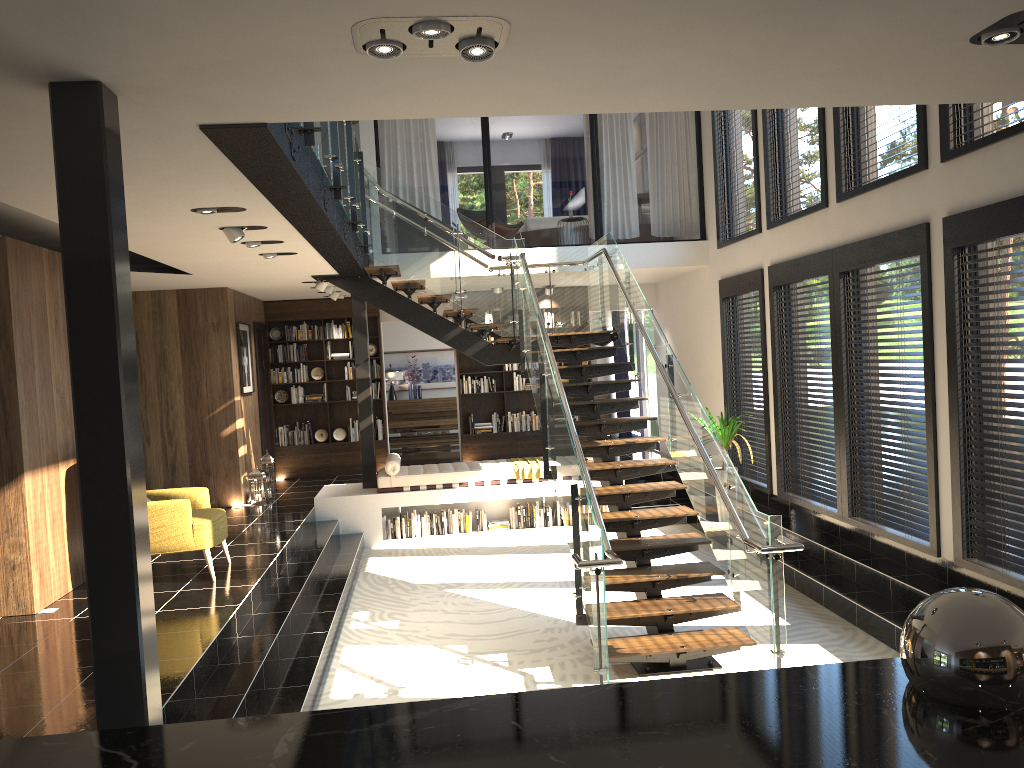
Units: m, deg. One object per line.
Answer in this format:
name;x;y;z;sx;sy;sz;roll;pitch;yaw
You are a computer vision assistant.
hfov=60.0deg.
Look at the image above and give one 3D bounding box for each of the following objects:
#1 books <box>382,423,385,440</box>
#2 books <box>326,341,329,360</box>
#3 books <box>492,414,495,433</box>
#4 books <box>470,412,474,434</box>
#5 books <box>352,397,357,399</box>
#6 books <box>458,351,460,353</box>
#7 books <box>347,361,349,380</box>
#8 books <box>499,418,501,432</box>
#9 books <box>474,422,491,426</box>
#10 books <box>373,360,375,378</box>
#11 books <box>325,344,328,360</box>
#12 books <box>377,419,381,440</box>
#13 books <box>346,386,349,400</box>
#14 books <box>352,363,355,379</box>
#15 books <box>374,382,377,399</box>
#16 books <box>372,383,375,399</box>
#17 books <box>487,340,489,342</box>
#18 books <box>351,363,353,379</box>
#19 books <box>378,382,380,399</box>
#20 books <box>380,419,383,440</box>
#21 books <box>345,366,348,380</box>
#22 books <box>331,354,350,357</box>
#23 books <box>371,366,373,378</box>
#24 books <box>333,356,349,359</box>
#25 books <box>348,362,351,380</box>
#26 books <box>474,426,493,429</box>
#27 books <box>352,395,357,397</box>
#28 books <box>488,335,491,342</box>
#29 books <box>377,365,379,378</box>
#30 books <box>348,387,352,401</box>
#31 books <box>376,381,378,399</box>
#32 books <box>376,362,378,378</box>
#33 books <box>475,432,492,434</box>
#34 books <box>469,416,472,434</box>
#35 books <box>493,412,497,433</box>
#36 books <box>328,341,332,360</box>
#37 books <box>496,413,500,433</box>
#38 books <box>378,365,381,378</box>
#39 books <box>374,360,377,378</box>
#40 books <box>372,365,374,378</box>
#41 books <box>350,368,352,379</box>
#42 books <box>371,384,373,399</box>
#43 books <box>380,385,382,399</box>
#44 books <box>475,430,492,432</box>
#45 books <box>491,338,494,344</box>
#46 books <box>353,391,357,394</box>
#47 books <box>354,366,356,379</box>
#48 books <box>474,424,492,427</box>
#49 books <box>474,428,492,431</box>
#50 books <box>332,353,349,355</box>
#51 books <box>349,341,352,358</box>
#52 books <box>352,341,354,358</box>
books;-1.971;0.727;13.610;0.029;0.247;0.139;-3;2;-6
books;-2.795;-0.511;13.506;0.027;0.279;0.166;-3;2;-6
books;-0.288;0.614;13.780;0.030;0.284;0.177;-3;2;-6
books;-0.616;0.605;13.734;0.028;0.340;0.203;-3;2;-6
books;-2.306;0.203;13.565;0.271;0.028;0.174;-3;2;-10
books;-0.822;-0.585;13.681;0.030;0.212;0.127;-3;2;-6
books;-2.494;-0.208;13.516;0.025;0.281;0.145;-3;2;-6
books;-0.196;0.643;13.826;0.023;0.212;0.123;-3;2;-6
books;-0.454;0.622;13.783;0.257;0.024;0.167;-3;2;-6
books;-2.098;-0.229;13.543;0.018;0.278;0.114;-3;2;-6
books;-2.824;-0.491;13.530;0.028;0.242;0.194;-3;2;-6
books;-2.033;0.696;13.599;0.035;0.315;0.168;-3;2;-6
books;-2.511;0.138;13.558;0.028;0.224;0.161;-3;2;-6
books;-2.407;-0.199;13.497;0.021;0.253;0.167;-3;2;-6
books;-2.094;0.097;13.609;0.038;0.257;0.138;-3;2;-6
books;-2.116;0.104;13.565;0.014;0.247;0.192;-3;2;-6
books;-0.367;-0.589;13.717;0.025;0.170;0.113;-3;2;-6
books;-2.425;-0.198;13.504;0.014;0.253;0.169;-3;2;-6
books;-2.033;0.097;13.563;0.047;0.253;0.210;-3;2;-6
books;-2.000;0.699;13.596;0.029;0.307;0.149;-3;2;-6
books;-2.522;-0.172;13.523;0.033;0.211;0.132;-3;2;-6
books;-2.613;-0.430;13.542;0.266;0.030;0.209;-3;2;-5
books;-2.139;-0.183;13.544;0.026;0.190;0.121;-3;2;-6
books;-2.613;-0.399;13.556;0.239;0.033;0.176;-3;2;-8
books;-2.470;-0.205;13.501;0.019;0.272;0.175;-3;2;-6
books;-0.451;0.675;13.782;0.287;0.031;0.176;-3;2;-8
books;-2.309;0.174;13.572;0.263;0.030;0.159;-3;2;-8
books;-0.342;-0.630;13.730;0.032;0.247;0.114;-3;2;-6
books;-2.041;-0.194;13.547;0.023;0.200;0.120;-3;2;-6
books;-2.476;0.145;13.533;0.036;0.206;0.215;-3;2;-6
books;-2.064;0.091;13.564;0.013;0.267;0.177;-3;2;-6
books;-2.064;-0.215;13.551;0.018;0.246;0.144;-3;2;-6
books;-0.449;0.751;13.803;0.247;0.026;0.148;-3;2;-7
books;-0.645;0.640;13.777;0.025;0.270;0.156;-3;2;-6
books;-0.260;0.599;13.801;0.031;0.310;0.169;-3;2;-6
books;-2.774;-0.511;13.513;0.016;0.278;0.209;-3;2;-6
books;-0.226;0.601;13.800;0.036;0.302;0.186;-3;2;-6
books;-2.015;-0.192;13.533;0.026;0.196;0.170;-3;2;-6
books;-2.079;-0.230;13.527;0.016;0.278;0.201;-3;2;-6
books;-2.114;-0.193;13.528;0.020;0.209;0.147;-3;2;-6
books;-2.445;-0.161;13.510;0.028;0.181;0.130;-3;2;-6
books;-2.137;0.115;13.596;0.024;0.226;0.141;-3;2;-6
books;-2.001;0.119;13.596;0.021;0.204;0.169;-3;2;-6
books;-0.448;0.727;13.786;0.258;0.024;0.167;-3;2;-5
books;-0.304;-0.610;13.700;0.034;0.206;0.167;-3;2;-6
books;-2.313;0.125;13.585;0.239;0.031;0.146;-3;2;-5
books;-2.385;-0.174;13.522;0.026;0.200;0.154;-3;2;-6
books;-0.454;0.646;13.795;0.271;0.025;0.156;-3;2;-5
books;-0.451;0.702;13.797;0.271;0.025;0.156;-3;2;-5
books;-2.615;-0.456;13.550;0.264;0.021;0.189;-3;2;-8
books;-2.456;-0.523;13.539;0.023;0.265;0.218;-3;2;-6
books;-2.419;-0.535;13.526;0.049;0.286;0.259;-3;2;-5
